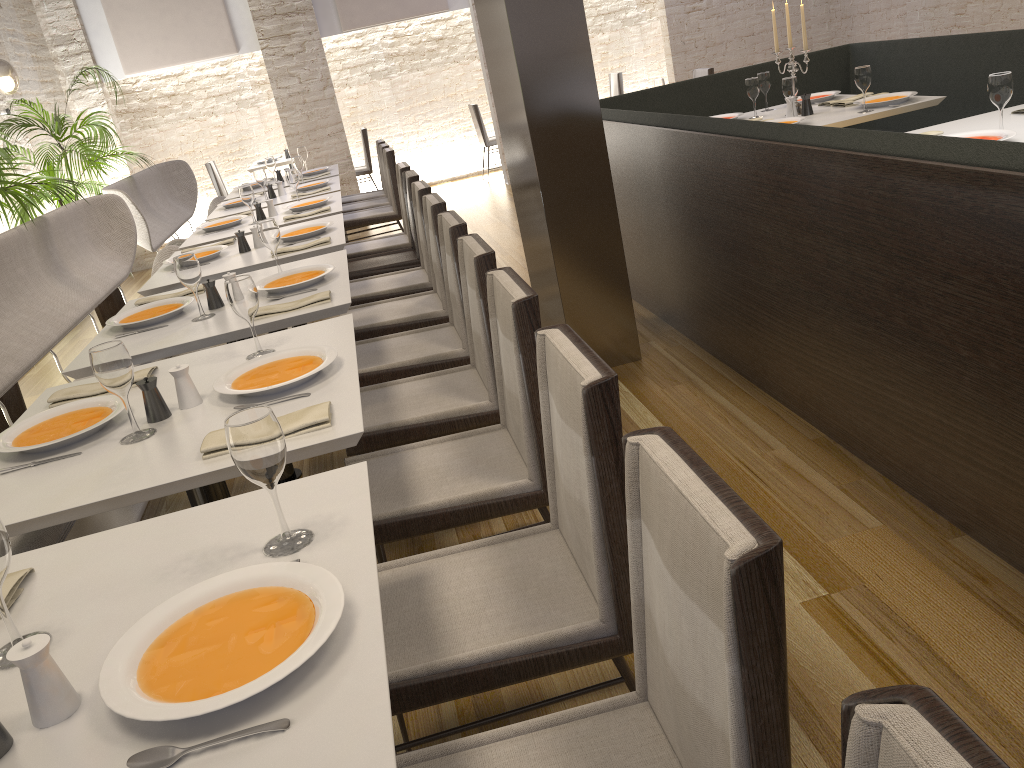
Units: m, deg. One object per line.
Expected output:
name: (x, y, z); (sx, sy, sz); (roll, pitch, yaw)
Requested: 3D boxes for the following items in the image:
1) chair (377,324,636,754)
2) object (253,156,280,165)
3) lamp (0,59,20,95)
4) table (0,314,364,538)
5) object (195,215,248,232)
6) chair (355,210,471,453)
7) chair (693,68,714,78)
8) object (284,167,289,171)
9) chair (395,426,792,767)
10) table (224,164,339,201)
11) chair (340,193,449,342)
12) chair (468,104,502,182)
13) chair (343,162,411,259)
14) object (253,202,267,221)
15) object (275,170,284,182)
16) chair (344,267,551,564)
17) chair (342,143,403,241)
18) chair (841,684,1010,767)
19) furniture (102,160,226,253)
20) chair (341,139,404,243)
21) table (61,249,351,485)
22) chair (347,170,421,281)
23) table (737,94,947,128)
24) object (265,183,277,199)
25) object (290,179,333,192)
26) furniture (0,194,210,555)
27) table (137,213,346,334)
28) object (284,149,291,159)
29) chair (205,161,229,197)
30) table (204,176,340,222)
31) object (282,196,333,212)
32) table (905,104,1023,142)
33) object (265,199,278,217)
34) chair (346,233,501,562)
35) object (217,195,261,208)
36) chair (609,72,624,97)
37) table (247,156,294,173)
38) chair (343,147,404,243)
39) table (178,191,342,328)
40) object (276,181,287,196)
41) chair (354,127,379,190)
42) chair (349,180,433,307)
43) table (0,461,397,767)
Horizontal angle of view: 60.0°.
chair: (-0.033, 0.413, 1.718); (0.566, 0.895, 0.416); (-15, 19, -7)
object: (-2.836, -2.582, 10.264); (0.321, 0.036, 0.326); (-2, 23, 26)
lamp: (-3.676, -2.937, 5.821); (0.179, 2.016, 0.179); (-22, 21, -27)
table: (-0.778, 0.403, 2.368); (0.937, 0.751, 1.022); (-15, 20, -7)
object: (-1.784, -0.982, 5.458); (0.321, 0.036, 0.326); (-1, 23, 28)
chair: (-0.365, -0.130, 3.336); (0.566, 0.895, 0.416); (-15, 19, -7)
chair: (1.632, -2.451, 8.331); (0.566, 0.895, 0.416); (-15, 19, -7)
object: (-1.918, -1.799, 7.576); (0.059, 0.108, 0.060); (-2, 21, 27)
chair: (0.076, 0.592, 1.186); (0.566, 0.895, 0.416); (-15, 19, -7)
table: (-1.877, -1.398, 7.728); (0.937, 0.751, 1.022); (-15, 20, -7)
chair: (-0.479, -0.318, 3.893); (0.566, 0.895, 0.416); (-15, 19, -7)
chair: (-0.148, -2.972, 10.701); (0.566, 0.895, 0.416); (-15, 19, -7)
chair: (-0.810, -0.860, 5.509); (0.566, 0.895, 0.416); (-15, 19, -7)
object: (-1.544, -1.057, 5.412); (0.059, 0.108, 0.060); (-2, 21, 27)
object: (-1.977, -1.767, 7.524); (0.059, 0.108, 0.060); (-2, 21, 27)
chair: (-0.148, 0.225, 2.277); (0.566, 0.895, 0.416); (-15, 19, -7)
chair: (-1.190, -1.483, 7.363); (0.566, 0.895, 0.416); (-15, 19, -7)
chair: (0.185, 0.771, 0.652); (0.566, 0.895, 0.416); (-15, 19, -7)
furniture: (-2.552, -1.223, 7.170); (0.708, 1.084, 2.614); (-14, 20, -7)
chair: (-1.302, -1.666, 7.907); (0.566, 0.895, 0.416); (-15, 19, -7)
table: (-1.003, 0.036, 3.461); (0.937, 0.751, 1.022); (-15, 20, -7)
chair: (-0.703, -0.684, 4.984); (0.566, 0.895, 0.416); (-15, 19, -7)
table: (1.675, -1.186, 5.179); (1.102, 0.751, 1.202); (-15, 20, -7)
object: (-1.757, -1.406, 6.451); (0.059, 0.108, 0.060); (-2, 21, 27)
object: (-1.480, -1.465, 6.562); (0.321, 0.036, 0.326); (-1, 23, 28)
furniture: (-1.842, -0.061, 3.708); (0.709, 1.084, 4.526); (-14, 20, -7)
table: (-1.229, -0.335, 4.563); (0.937, 0.751, 1.022); (-15, 20, -7)
object: (-2.596, -2.658, 10.218); (0.059, 0.108, 0.060); (-14, 19, -5)
chair: (-3.143, -2.187, 10.313); (0.566, 0.895, 0.416); (-15, 19, -7)
table: (-1.657, -1.037, 6.655); (0.937, 0.751, 1.022); (-15, 20, -7)
object: (-1.267, -1.116, 5.523); (0.321, 0.036, 0.326); (-1, 23, 28)
table: (2.168, -0.377, 2.773); (1.102, 0.750, 2.567); (-14, 20, -7)
object: (-1.485, -1.090, 5.464); (0.059, 0.108, 0.060); (-2, 21, 27)
chair: (-0.256, 0.048, 2.806); (0.566, 0.895, 0.416); (-15, 19, -7)
object: (-1.997, -1.330, 6.497); (0.321, 0.036, 0.326); (-1, 23, 28)
chair: (1.113, -3.302, 10.864); (0.566, 0.895, 0.416); (-15, 19, -7)
table: (-2.496, -2.289, 10.422); (0.937, 0.751, 1.022); (-15, 20, -7)
chair: (-1.082, -1.306, 6.835); (0.566, 0.895, 0.416); (-15, 19, -7)
table: (-1.444, -0.688, 5.616); (0.937, 0.751, 1.022); (-15, 20, -7)
object: (-1.698, -1.439, 6.502); (0.059, 0.108, 0.060); (-2, 21, 27)
chair: (-1.882, -2.518, 10.476); (0.566, 0.895, 0.416); (-15, 19, -7)
chair: (-0.589, -0.497, 4.429); (0.566, 0.895, 0.416); (-15, 19, -7)
table: (-0.554, 0.771, 1.272); (0.937, 0.751, 1.022); (-15, 20, -7)
